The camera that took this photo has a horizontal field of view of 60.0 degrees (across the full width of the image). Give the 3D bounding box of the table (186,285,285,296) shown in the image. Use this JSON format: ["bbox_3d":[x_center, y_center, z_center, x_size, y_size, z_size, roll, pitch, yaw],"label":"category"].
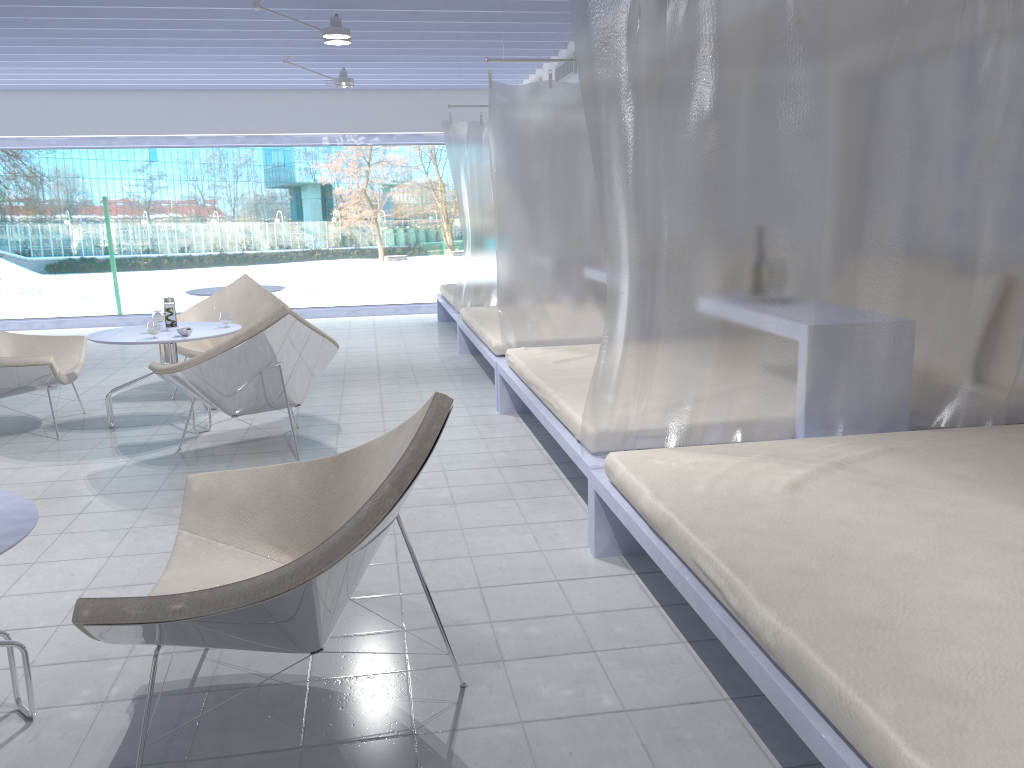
[{"bbox_3d":[-2.384,-0.556,7.730,0.825,0.534,0.823,7,14,37],"label":"table"}]

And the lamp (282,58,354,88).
[{"bbox_3d":[-1.652,-2.662,7.572,0.587,0.218,0.380,-3,11,-9],"label":"lamp"}]

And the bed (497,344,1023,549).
[{"bbox_3d":[1.092,0.112,4.266,2.022,0.422,2.200,-3,11,-9],"label":"bed"}]

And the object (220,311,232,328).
[{"bbox_3d":[-1.654,-0.373,5.127,0.068,0.091,0.068,-5,12,-16],"label":"object"}]

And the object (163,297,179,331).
[{"bbox_3d":[-1.945,-0.399,5.046,0.075,0.189,0.075,-5,12,-17],"label":"object"}]

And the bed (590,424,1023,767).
[{"bbox_3d":[1.436,0.529,2.124,2.016,0.427,2.200,-3,11,-9],"label":"bed"}]

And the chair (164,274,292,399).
[{"bbox_3d":[-1.893,-0.349,6.058,0.906,0.759,0.753,-1,11,1],"label":"chair"}]

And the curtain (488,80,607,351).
[{"bbox_3d":[0.868,-0.951,5.154,1.998,1.559,0.125,-3,11,-10],"label":"curtain"}]

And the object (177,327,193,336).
[{"bbox_3d":[-1.772,-0.281,4.805,0.082,0.043,0.082,-11,15,-40],"label":"object"}]

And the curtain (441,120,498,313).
[{"bbox_3d":[0.467,-1.390,7.291,2.050,1.552,0.151,-3,11,-9],"label":"curtain"}]

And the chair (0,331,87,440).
[{"bbox_3d":[-2.870,-0.110,4.969,0.753,0.759,0.906,-4,12,-13],"label":"chair"}]

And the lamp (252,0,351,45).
[{"bbox_3d":[-1.309,-2.263,5.529,0.587,0.218,0.380,-3,11,-9],"label":"lamp"}]

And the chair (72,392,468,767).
[{"bbox_3d":[-0.495,0.403,2.128,0.753,0.759,0.906,-2,11,-5],"label":"chair"}]

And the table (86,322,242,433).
[{"bbox_3d":[-1.958,-0.039,5.090,0.825,0.534,0.823,-5,12,-18],"label":"table"}]

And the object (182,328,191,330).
[{"bbox_3d":[-1.754,-0.296,4.776,0.012,0.016,0.098,-12,15,-42],"label":"object"}]

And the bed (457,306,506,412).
[{"bbox_3d":[0.717,-0.307,6.400,2.016,0.427,2.200,-3,11,-9],"label":"bed"}]

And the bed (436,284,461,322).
[{"bbox_3d":[0.373,-0.724,8.543,2.022,0.422,2.200,-3,11,-9],"label":"bed"}]

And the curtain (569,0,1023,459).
[{"bbox_3d":[1.186,-0.553,3.014,2.050,1.552,0.151,-3,11,-9],"label":"curtain"}]

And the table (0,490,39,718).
[{"bbox_3d":[-1.415,0.596,1.844,0.825,0.534,0.823,-8,13,-31],"label":"table"}]

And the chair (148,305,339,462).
[{"bbox_3d":[-1.248,-0.037,4.418,0.906,0.759,0.753,-10,14,-38],"label":"chair"}]

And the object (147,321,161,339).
[{"bbox_3d":[-1.914,-0.289,4.737,0.068,0.091,0.068,3,12,19],"label":"object"}]

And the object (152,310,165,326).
[{"bbox_3d":[-2.100,-0.390,5.267,0.068,0.091,0.068,1,12,13],"label":"object"}]
